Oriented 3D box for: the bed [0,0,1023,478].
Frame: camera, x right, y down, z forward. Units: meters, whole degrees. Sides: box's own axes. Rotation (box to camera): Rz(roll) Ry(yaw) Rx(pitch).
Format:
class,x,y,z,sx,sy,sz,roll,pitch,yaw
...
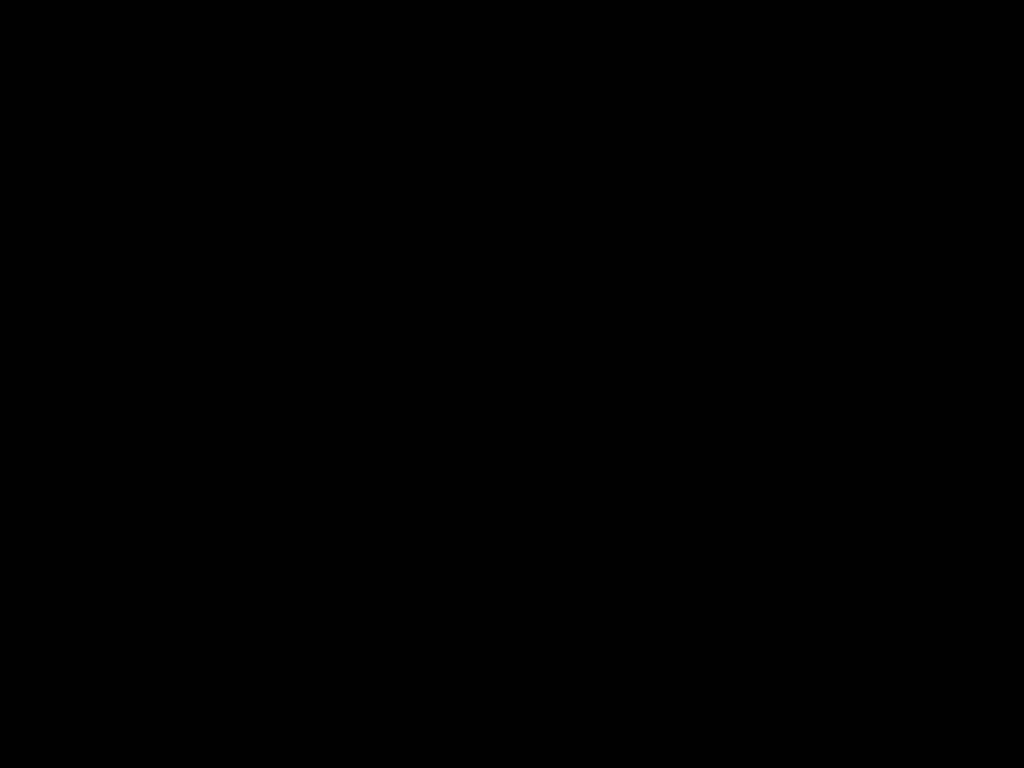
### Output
class,x,y,z,sx,sy,sz,roll,pitch,yaw
bed,0.167,-0.324,0.705,2.087,0.994,3.009,2,1,15
